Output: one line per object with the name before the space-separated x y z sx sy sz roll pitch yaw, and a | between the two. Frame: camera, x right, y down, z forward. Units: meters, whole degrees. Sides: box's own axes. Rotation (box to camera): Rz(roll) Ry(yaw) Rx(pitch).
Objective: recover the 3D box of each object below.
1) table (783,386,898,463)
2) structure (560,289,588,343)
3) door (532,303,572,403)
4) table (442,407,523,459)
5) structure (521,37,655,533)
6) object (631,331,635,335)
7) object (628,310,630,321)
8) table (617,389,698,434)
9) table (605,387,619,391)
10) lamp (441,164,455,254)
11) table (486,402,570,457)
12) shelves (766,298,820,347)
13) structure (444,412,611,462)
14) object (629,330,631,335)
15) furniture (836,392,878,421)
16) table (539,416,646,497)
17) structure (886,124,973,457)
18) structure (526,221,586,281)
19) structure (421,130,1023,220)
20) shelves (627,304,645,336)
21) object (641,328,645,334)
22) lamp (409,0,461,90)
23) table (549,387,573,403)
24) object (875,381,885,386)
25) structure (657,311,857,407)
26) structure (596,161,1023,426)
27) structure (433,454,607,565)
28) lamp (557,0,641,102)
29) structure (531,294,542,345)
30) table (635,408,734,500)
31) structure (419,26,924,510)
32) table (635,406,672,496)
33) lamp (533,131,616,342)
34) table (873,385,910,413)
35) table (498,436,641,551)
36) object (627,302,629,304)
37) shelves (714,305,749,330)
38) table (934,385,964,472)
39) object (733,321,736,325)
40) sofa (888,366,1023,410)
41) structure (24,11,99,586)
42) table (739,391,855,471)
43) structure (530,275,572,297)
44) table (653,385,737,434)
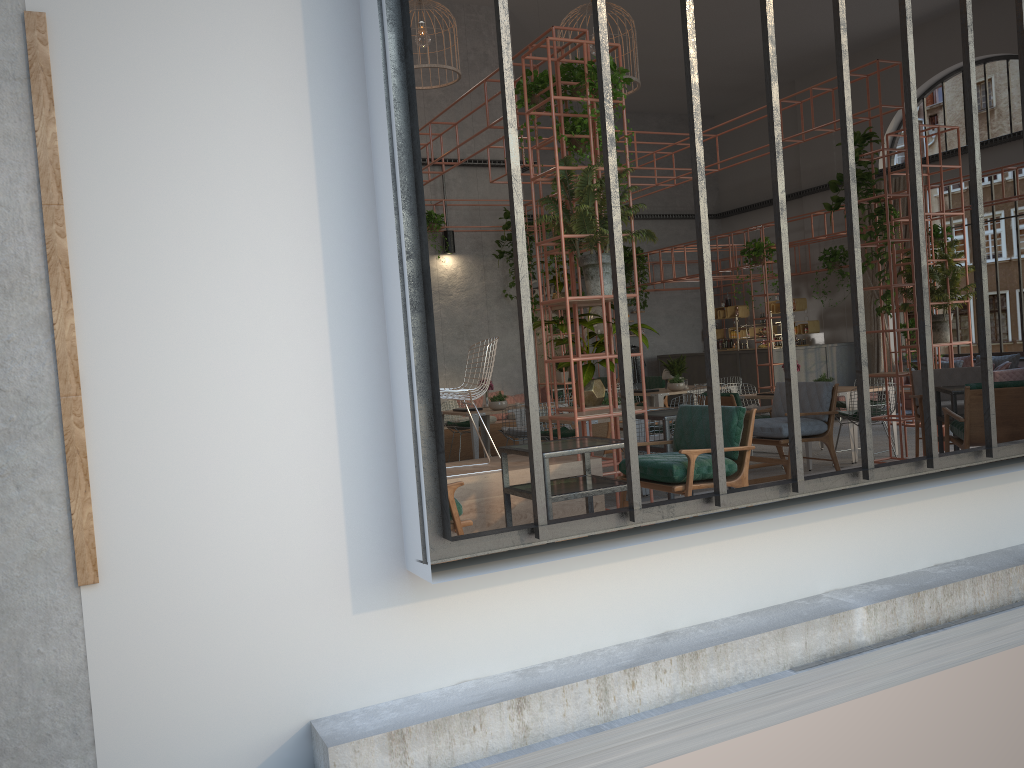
table | 3.957 0.470 10.840 0.694 0.830 1.214 -5 2 -25
structure | 1.424 -1.731 21.307 0.950 1.527 0.921 -5 2 -27
door | 0.715 -0.627 21.655 1.360 2.729 0.551 -5 2 -25
table | -0.423 0.761 11.824 0.694 0.830 1.205 -5 2 -25
structure | 0.692 -0.721 6.554 0.748 3.623 0.722 -5 2 -25
object | 2.962 -1.314 21.834 0.081 0.204 0.081 -5 2 -25
object | 2.816 -1.718 21.761 0.136 0.336 0.145 -5 2 -11
table | 2.114 0.523 13.039 0.694 0.830 1.205 -5 2 -25
table | 1.700 0.479 16.242 0.635 0.798 0.602 -5 2 -25
lamp | -1.048 -2.802 14.160 0.179 1.425 0.185 -5 2 -26
table | 0.201 0.702 12.128 0.694 0.830 1.214 -5 2 -25
shelves | 6.287 -1.004 20.301 0.328 1.838 1.750 -5 2 -25
structure | -1.534 0.871 16.345 4.386 0.500 5.831 -5 2 -25
object | 2.891 -1.281 21.790 0.063 0.151 0.063 -6 3 -39
furniture | 5.697 0.368 15.490 0.941 0.446 0.976 -5 2 -26
table | 0.758 0.755 9.357 0.694 0.830 1.205 -5 2 -25
structure | 4.521 -0.919 9.537 0.624 3.602 0.424 -5 2 -25
structure | 0.857 -3.145 20.813 1.939 1.514 0.856 -6 2 -31
structure | 1.855 -3.731 13.095 15.603 0.110 15.203 -5 2 -25
shelves | 3.002 -1.573 21.835 0.560 0.790 0.186 -5 2 -25
object | 3.157 -1.300 21.927 0.219 0.149 0.129 -5 2 -25
lamp | -1.200 -5.503 10.900 0.883 3.476 0.883 -3 2 27
table | 0.942 0.483 17.824 0.635 0.798 0.602 -5 2 -25
object | 6.638 0.027 16.047 0.199 0.145 0.156 -5 2 -11
structure | 5.594 -0.588 20.406 2.579 2.022 4.057 -5 2 -25
structure | 6.679 -1.318 15.712 4.157 4.247 14.689 -5 2 -25
structure | -1.953 0.686 7.968 3.396 1.111 9.152 -5 2 -25
lamp | 0.848 -4.983 9.768 0.883 3.476 0.883 -3 2 27
structure | 0.254 -1.640 20.699 0.921 1.527 0.950 -4 2 8
table | 1.336 0.619 7.097 0.635 0.798 0.602 -5 2 -25
structure | -0.835 -1.236 13.880 4.501 4.345 14.096 -5 2 -27
table | 1.380 0.696 9.660 0.694 0.830 1.214 -5 2 -25
lamp | 0.656 -2.839 17.748 0.704 4.052 4.456 -5 2 -26
table | 6.742 0.268 16.035 0.520 0.455 0.916 -5 2 -25
table | 0.351 0.756 5.317 0.635 0.798 0.602 -5 2 -25
object | 2.790 -2.020 21.741 0.133 0.145 0.133 -3 2 26
shelves | 5.458 -1.000 22.033 0.328 1.838 1.750 -5 2 -25
table | 3.864 0.418 7.251 0.602 0.798 0.635 -4 2 14
object | 5.460 -1.468 21.733 0.083 0.159 0.083 -5 2 -16
sofa | 7.576 0.108 15.668 1.960 0.672 2.219 -5 2 -25
structure | -3.663 -0.218 7.482 0.132 2.103 9.782 -5 2 -25
table | 3.333 0.529 10.536 0.694 0.830 1.205 -5 2 -25
structure | 0.870 -2.309 20.936 1.312 0.505 0.063 -5 2 -25
table | 2.738 0.465 13.343 0.694 0.830 1.214 -5 2 -25
